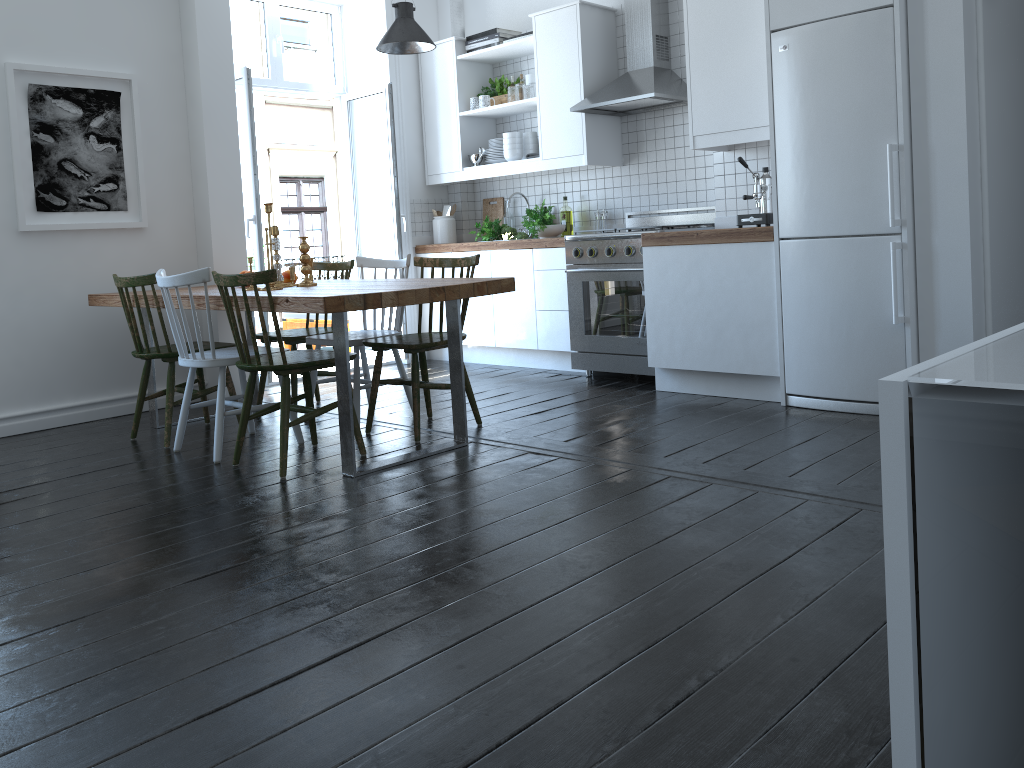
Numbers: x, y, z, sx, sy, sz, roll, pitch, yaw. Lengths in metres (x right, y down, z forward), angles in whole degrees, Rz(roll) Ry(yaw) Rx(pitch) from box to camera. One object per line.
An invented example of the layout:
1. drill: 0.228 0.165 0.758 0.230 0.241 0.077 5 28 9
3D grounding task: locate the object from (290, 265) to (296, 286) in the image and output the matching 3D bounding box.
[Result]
1. object: -1.128 -0.560 4.525 0.102 0.113 0.103 0 7 30

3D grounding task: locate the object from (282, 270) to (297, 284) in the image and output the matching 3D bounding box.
1. object: -1.171 -0.557 4.624 0.085 0.083 0.089 -7 7 -33

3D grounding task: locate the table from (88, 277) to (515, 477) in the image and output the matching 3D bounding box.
1. table: -1.118 -0.126 4.363 2.232 0.710 1.027 5 11 44

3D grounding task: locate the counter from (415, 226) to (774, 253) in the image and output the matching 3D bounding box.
1. counter: 0.448 -0.911 5.654 3.106 0.073 0.854 6 13 44

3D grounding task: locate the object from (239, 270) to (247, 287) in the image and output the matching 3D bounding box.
1. object: -1.444 -0.571 4.778 0.088 0.089 0.084 1 7 34

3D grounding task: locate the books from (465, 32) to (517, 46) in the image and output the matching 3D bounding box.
1. books: -0.116 -2.489 6.404 0.352 0.030 0.290 6 13 43

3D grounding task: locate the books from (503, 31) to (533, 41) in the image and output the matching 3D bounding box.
1. books: 0.154 -2.418 6.152 0.342 0.016 0.277 6 13 45

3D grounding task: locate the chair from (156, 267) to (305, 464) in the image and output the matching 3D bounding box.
1. chair: -1.315 -0.118 4.006 0.466 0.837 0.514 1 6 44

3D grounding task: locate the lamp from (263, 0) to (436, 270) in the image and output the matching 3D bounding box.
1. lamp: -1.453 -1.947 6.475 2.705 2.493 0.496 3 6 44

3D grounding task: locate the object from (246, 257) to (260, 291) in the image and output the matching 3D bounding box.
1. object: -1.256 -0.531 4.242 0.080 0.159 0.081 -3 4 1

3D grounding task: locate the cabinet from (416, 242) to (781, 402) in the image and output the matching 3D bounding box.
1. cabinet: 0.517 -0.490 5.711 0.734 0.807 3.196 -8 10 -37

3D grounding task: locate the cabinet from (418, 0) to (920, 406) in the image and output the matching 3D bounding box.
1. cabinet: 0.684 -1.233 5.434 0.785 2.353 3.801 -6 8 -42

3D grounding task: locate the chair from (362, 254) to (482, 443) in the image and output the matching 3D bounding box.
1. chair: -0.426 -0.197 4.234 0.468 0.822 0.489 1 6 43

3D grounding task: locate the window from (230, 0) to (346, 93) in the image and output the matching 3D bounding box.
1. window: -1.702 -2.470 6.339 0.106 0.652 1.191 0 8 44

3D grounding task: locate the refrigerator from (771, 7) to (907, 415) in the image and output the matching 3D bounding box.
1. refrigerator: 1.700 -0.811 4.269 0.576 1.790 0.686 0 5 44

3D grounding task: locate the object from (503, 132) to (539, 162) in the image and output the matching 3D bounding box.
1. object: 0.064 -1.678 6.244 0.150 0.215 0.312 1 8 41

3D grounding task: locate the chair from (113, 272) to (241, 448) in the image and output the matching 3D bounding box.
1. chair: -1.657 -0.149 4.359 0.468 0.822 0.489 1 6 43

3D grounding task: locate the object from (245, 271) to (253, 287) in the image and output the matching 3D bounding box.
1. object: -1.397 -0.561 4.709 0.091 0.087 0.084 -5 6 -19

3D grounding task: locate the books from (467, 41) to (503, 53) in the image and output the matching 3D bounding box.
1. books: -0.114 -2.421 6.405 0.262 0.043 0.352 -12 13 -43

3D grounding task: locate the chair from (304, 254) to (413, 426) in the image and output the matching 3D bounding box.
1. chair: -0.769 -0.245 4.587 0.466 0.837 0.514 1 6 44

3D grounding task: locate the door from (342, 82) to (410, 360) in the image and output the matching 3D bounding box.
1. door: -1.033 -1.200 6.614 0.585 2.013 0.105 -1 4 38

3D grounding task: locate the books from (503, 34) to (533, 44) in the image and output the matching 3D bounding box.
1. books: 0.150 -2.390 6.146 0.351 0.037 0.263 6 13 43

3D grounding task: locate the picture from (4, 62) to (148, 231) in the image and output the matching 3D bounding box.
1. picture: -2.420 -1.306 4.913 0.083 0.882 0.693 -1 6 44

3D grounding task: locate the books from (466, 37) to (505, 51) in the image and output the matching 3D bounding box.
1. books: -0.130 -2.457 6.405 0.329 0.030 0.262 5 12 41

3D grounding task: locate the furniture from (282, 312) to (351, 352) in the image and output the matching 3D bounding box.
1. furniture: -1.557 -0.469 7.618 0.922 0.372 0.404 5 10 44

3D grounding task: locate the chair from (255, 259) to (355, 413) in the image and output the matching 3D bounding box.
1. chair: -1.141 -0.267 4.894 0.468 0.821 0.489 1 6 43

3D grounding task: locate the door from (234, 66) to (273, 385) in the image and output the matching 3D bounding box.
1. door: -1.814 -1.021 5.800 0.105 2.013 0.586 -5 4 -40

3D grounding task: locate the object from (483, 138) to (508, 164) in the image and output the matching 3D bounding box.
1. object: -0.066 -1.693 6.445 0.301 0.193 0.308 4 11 45

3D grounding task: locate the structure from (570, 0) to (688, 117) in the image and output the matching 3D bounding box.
1. structure: 0.737 -2.368 5.447 0.634 1.296 0.532 1 5 44

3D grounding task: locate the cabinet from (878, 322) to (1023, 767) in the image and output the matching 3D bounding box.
1. cabinet: 0.982 0.279 1.154 0.590 0.730 1.211 2 9 44

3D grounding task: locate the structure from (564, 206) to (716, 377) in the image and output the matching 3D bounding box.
1. structure: 0.805 -0.562 5.431 0.701 1.012 0.728 1 7 44

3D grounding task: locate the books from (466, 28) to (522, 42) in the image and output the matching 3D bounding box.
1. books: -0.129 -2.523 6.408 0.261 0.038 0.326 -12 13 -43

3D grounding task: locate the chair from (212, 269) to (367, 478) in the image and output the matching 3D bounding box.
1. chair: -0.942 -0.080 3.699 0.468 0.821 0.489 1 6 43
